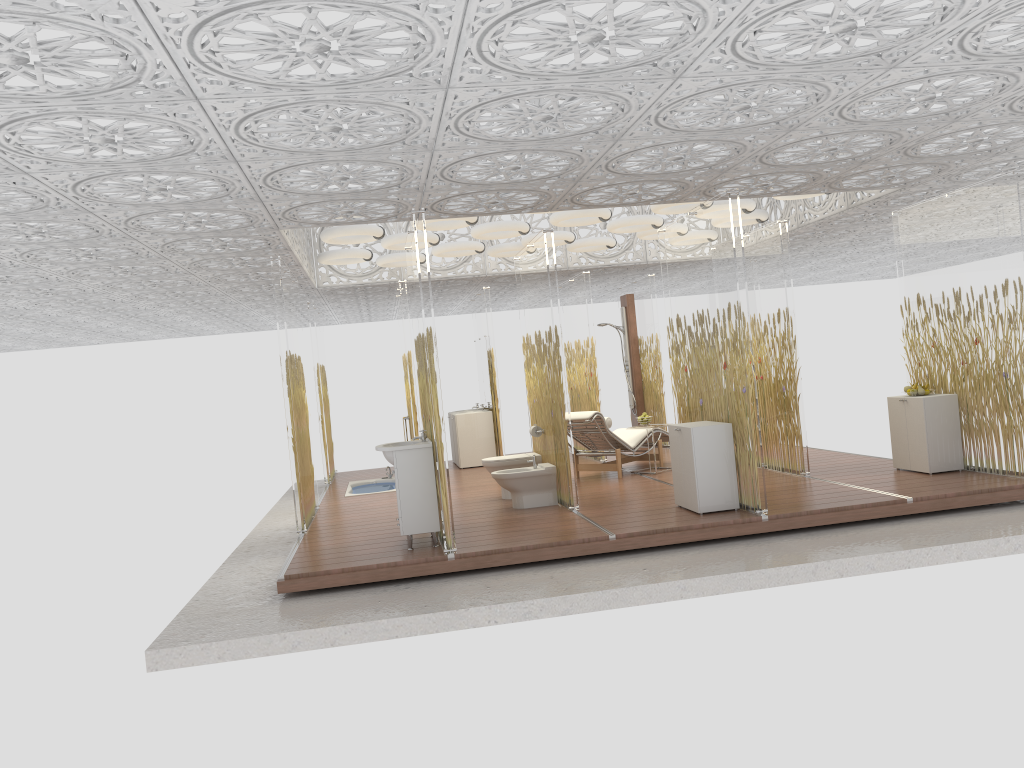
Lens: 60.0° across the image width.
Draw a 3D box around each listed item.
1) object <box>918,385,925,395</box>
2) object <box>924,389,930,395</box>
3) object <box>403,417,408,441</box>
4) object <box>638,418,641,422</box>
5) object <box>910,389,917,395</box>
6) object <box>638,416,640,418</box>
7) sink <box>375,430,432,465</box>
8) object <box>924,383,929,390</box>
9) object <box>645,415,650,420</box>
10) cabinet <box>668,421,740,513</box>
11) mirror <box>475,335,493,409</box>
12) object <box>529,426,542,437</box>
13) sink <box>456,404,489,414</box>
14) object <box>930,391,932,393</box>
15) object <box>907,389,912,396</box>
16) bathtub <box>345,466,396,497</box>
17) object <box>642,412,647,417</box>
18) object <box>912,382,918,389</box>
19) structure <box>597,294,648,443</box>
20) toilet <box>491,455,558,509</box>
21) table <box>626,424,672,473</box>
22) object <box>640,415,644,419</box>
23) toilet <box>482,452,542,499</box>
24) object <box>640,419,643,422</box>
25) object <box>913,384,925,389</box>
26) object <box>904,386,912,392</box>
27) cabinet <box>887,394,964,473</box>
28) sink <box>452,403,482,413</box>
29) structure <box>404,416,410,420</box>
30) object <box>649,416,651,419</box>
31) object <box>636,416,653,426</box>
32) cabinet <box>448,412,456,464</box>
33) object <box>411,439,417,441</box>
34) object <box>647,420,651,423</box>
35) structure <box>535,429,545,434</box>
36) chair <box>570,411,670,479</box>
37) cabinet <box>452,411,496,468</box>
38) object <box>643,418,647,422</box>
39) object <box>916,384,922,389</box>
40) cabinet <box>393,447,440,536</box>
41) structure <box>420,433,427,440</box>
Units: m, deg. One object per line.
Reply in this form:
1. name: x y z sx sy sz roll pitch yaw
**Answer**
1. object: 3.948 0.058 8.557 0.064 0.097 0.064 -6 1 -18
2. object: 4.006 0.080 8.578 0.066 0.055 0.055 -5 1 39
3. object: -1.460 0.781 12.261 0.042 0.656 0.283 -5 1 -9
4. object: 1.520 0.429 10.526 0.058 0.058 0.058 -6 1 -42
5. object: 3.890 0.079 8.599 0.066 0.065 0.091 -5 1 6
6. object: 1.524 0.411 10.569 0.047 0.048 0.047 -5 1 44
7. sink: -0.886 0.522 7.246 0.454 0.263 0.603 -5 1 -9
8. object: 4.019 0.033 8.695 0.051 0.079 0.186 -6 1 -30
9. object: 1.601 0.398 10.491 0.055 0.054 0.050 -6 1 -39
10. cabinet: 1.642 0.700 7.646 0.358 0.712 0.595 -5 1 -9
11. mirror: -0.445 -0.175 13.687 0.009 1.081 1.422 -5 1 -9
12. object: 0.247 0.489 9.144 0.115 0.115 0.131 -5 1 -9
13. sink: -0.591 0.448 13.303 0.499 0.266 0.573 -5 1 -6
14. object: 4.027 0.058 8.701 0.035 0.092 0.194 -6 1 -39
15. object: 3.885 0.082 8.658 0.056 0.066 0.053 -5 1 -7
16. bathtub: -1.832 1.468 11.806 0.700 0.582 1.700 -5 1 -9
17. object: 1.573 0.364 10.519 0.055 0.056 0.055 -5 1 -8
18. object: 3.931 0.019 8.664 0.035 0.084 0.200 -5 1 13
19. structure: 1.768 -0.209 14.099 0.624 2.402 0.433 -6 1 -22
20. toilet: 0.108 0.964 8.726 0.611 0.506 0.401 -5 1 -9
21. table: 1.671 0.760 10.522 0.420 0.535 0.420 -6 1 -39
22. object: 1.538 0.392 10.470 0.047 0.045 0.047 -5 1 -8
23. toilet: -0.002 0.995 9.474 0.611 0.437 0.401 -5 1 -9
24. object: 1.527 0.430 10.484 0.040 0.040 0.039 -6 1 -17
25. object: 3.987 0.028 8.655 0.045 0.064 0.202 -5 1 -5
26. object: 3.893 0.055 8.717 0.077 0.067 0.078 -5 1 -7
27. cabinet: 4.009 0.467 8.623 0.358 0.712 0.595 -5 1 -9
28. sink: -0.698 0.451 14.013 0.499 0.266 0.573 -5 1 -11
29. structure: -1.464 0.472 12.264 0.078 0.047 0.442 -5 1 -9
30. object: 1.621 0.408 10.543 0.055 0.048 0.054 -6 1 -15
31. object: 1.572 0.444 10.524 0.206 0.105 0.206 -5 1 36
32. cabinet: -0.679 0.819 14.013 0.549 0.782 0.643 -5 1 -9
33. object: -0.838 0.702 7.880 0.042 0.427 0.295 -6 1 -18
34. object: 1.620 0.437 10.502 0.045 0.042 0.045 -6 1 -14
35. structure: 0.277 0.487 9.129 0.080 0.047 0.215 -5 1 -9
36. chair: 1.275 0.670 10.725 0.635 0.811 1.787 -5 1 41
37. cabinet: -0.573 0.816 13.302 0.549 0.782 0.643 -5 1 -9
38. object: 1.567 0.423 10.466 0.047 0.045 0.047 -5 1 -4
39. object: 3.967 0.039 8.667 0.032 0.085 0.186 -5 1 3
40. cabinet: -0.790 0.842 7.262 0.316 0.678 0.580 -5 1 -9
41. structure: -0.816 0.520 7.826 0.115 0.183 0.405 -5 1 -10
